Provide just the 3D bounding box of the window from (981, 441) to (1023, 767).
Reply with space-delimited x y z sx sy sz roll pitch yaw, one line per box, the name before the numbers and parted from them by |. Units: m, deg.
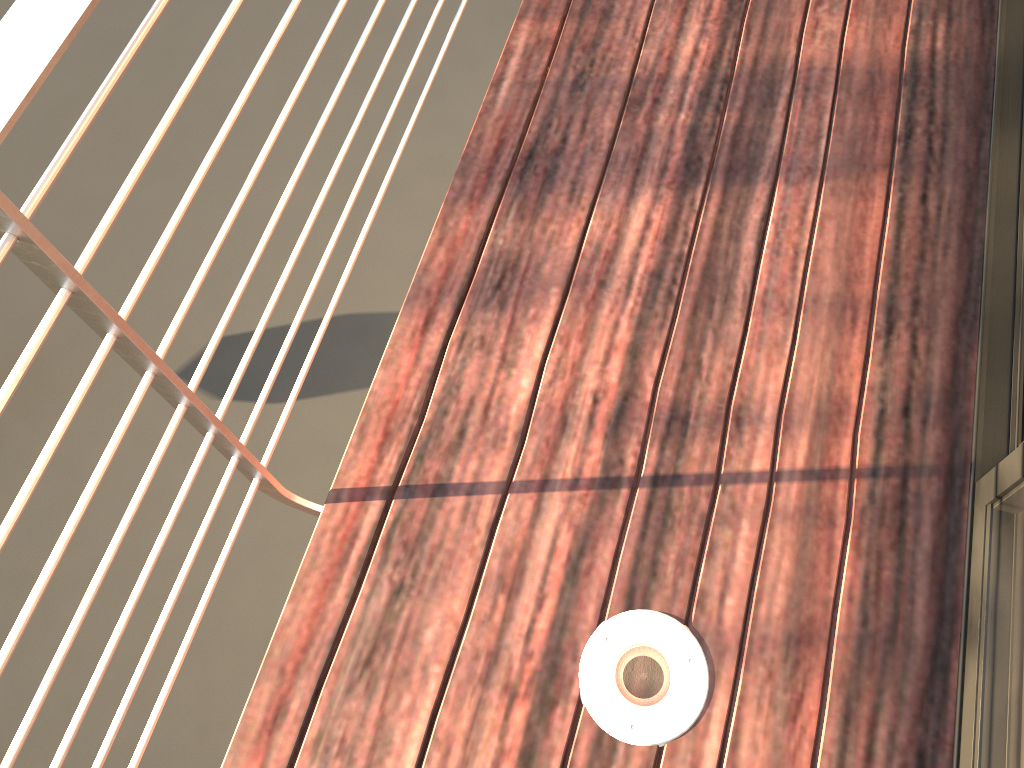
window | 4.708 -2.488 1.142 6.783 2.502 10.449 13 65 8
